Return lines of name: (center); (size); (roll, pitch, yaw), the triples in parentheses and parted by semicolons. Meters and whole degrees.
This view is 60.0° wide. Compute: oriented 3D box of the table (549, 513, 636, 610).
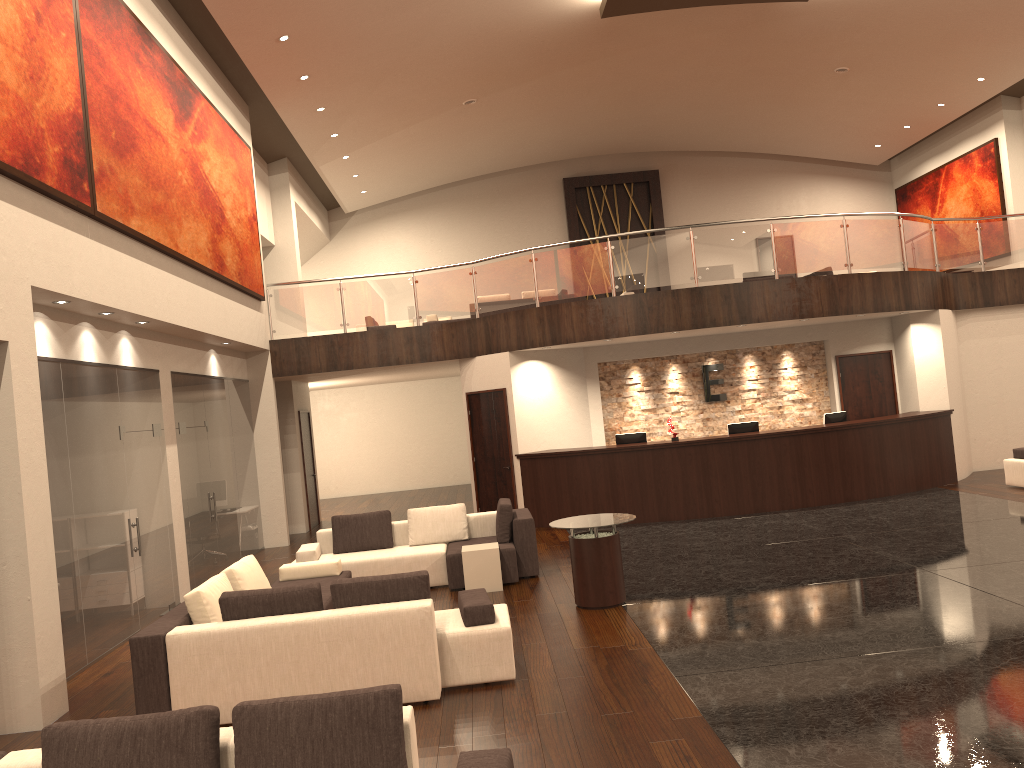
table: (0.807, 1.697, 8.456); (0.833, 0.795, 0.844); (-7, -1, 37)

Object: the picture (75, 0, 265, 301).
picture: (-4.044, -2.686, 11.236); (0.070, 2.526, 6.485); (-6, -1, -3)

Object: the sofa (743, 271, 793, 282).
sofa: (5.332, -1.989, 20.305); (1.291, 0.862, 2.846); (-6, -1, -2)

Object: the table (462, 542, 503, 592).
table: (-0.325, 2.006, 9.670); (0.400, 0.460, 0.400); (-6, -1, -3)

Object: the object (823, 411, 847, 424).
object: (5.108, 0.690, 13.961); (0.483, 0.485, 0.189); (-5, -1, -28)

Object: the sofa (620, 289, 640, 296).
sofa: (3.016, -1.755, 20.327); (1.291, 0.862, 2.846); (-6, -1, -2)

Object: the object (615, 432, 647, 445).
object: (1.884, 1.014, 13.911); (0.483, 0.485, 0.189); (-6, -1, 12)

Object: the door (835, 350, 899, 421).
door: (6.164, 0.572, 15.257); (0.990, 2.232, 0.104); (-6, -1, -3)

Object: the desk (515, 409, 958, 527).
desk: (3.658, 1.331, 13.888); (7.146, 1.171, 1.674); (-6, -1, -1)

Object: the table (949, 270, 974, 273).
table: (9.257, -2.162, 19.356); (1.100, 0.380, 1.100); (-6, -1, -3)

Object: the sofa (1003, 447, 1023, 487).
sofa: (8.665, 0.943, 11.888); (2.586, 0.862, 3.366); (-6, -1, -2)

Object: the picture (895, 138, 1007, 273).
picture: (10.348, -3.935, 21.115); (0.070, 2.526, 4.515); (-6, -1, -3)

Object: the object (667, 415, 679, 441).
object: (2.437, 0.667, 13.409); (0.163, 0.390, 0.165); (-6, -1, 5)

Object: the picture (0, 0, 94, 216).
picture: (-3.815, -2.822, 5.730); (0.070, 2.526, 4.515); (-6, -1, -3)

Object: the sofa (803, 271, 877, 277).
sofa: (8.398, -2.295, 20.415); (3.366, 0.862, 2.586); (-6, -1, -2)

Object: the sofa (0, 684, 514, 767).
sofa: (-1.108, 1.733, 2.333); (2.586, 0.862, 3.366); (-6, -1, -3)

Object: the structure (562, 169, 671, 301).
structure: (2.787, -3.371, 23.166); (2.524, 4.236, 0.187); (-6, -1, -3)

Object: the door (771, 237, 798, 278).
door: (7.047, -2.786, 23.420); (0.990, 2.232, 0.104); (-6, -1, -3)

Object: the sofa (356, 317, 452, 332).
sofa: (-1.904, -1.246, 20.986); (3.366, 0.862, 2.586); (-6, -1, -2)

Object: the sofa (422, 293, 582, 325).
sofa: (-0.248, -1.442, 19.558); (3.366, 0.862, 2.586); (-6, -1, -2)

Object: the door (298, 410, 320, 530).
door: (-3.906, 1.625, 17.028); (0.104, 2.232, 0.990); (-6, -1, -3)

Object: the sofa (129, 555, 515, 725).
sofa: (-1.349, 1.866, 7.676); (2.586, 0.862, 3.366); (-6, -1, -2)

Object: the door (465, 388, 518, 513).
door: (-0.315, 1.212, 14.485); (0.104, 2.232, 0.990); (-5, -2, -42)

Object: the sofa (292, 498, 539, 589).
sofa: (-1.152, 1.899, 10.296); (2.846, 0.862, 1.291); (-6, -1, -2)

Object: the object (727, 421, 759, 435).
object: (3.595, 0.837, 13.715); (0.483, 0.485, 0.189); (-6, -1, -3)
